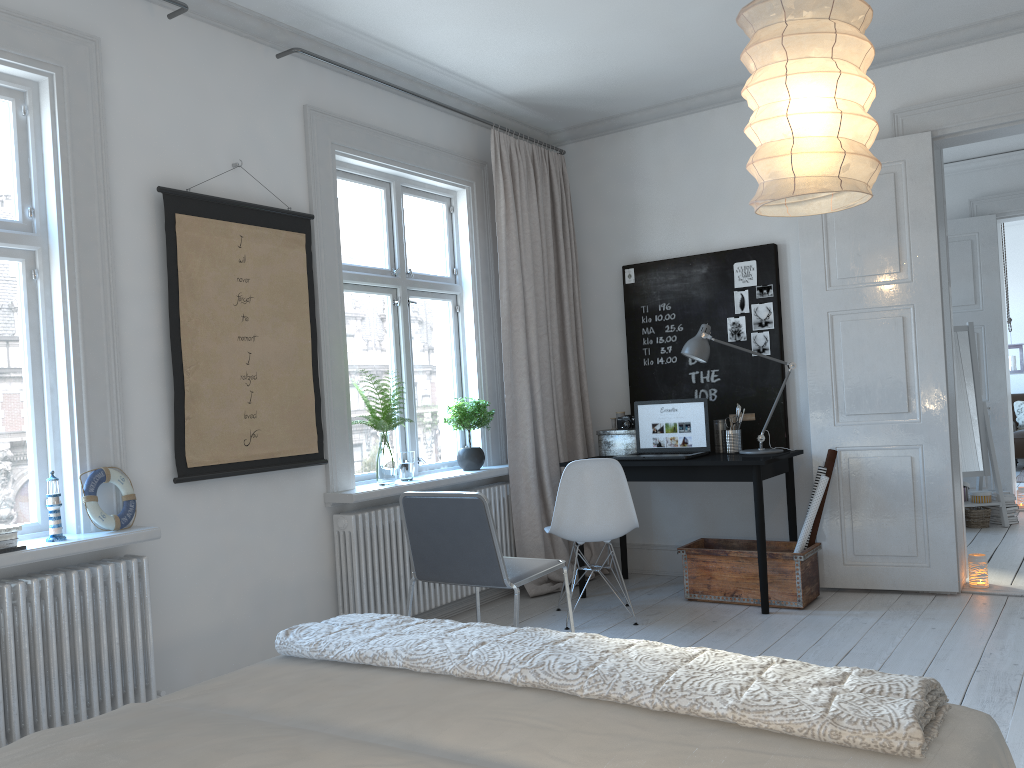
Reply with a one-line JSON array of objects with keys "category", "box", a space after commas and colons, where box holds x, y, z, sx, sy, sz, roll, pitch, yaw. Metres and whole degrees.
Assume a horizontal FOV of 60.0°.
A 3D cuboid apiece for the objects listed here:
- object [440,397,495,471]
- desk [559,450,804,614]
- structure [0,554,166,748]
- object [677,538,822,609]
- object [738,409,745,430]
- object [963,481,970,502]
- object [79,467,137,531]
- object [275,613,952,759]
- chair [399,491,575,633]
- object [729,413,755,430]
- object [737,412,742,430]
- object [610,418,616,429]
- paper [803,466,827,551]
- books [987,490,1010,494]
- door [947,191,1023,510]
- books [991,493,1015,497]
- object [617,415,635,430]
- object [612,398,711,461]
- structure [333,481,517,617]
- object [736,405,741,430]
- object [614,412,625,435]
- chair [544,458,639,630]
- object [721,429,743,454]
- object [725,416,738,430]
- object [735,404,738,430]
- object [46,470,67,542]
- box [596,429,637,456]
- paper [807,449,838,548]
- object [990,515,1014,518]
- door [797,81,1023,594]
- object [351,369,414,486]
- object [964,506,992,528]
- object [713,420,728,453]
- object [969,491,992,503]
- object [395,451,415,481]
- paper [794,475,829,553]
[{"category": "object", "box": [-0.242, 0.273, 4.902, 0.309, 0.407, 0.272, -3, 0, -6]}, {"category": "desk", "box": [0.947, 0.777, 4.877, 1.160, 0.759, 0.650, -4, -1, 34]}, {"category": "structure", "box": [-1.748, 0.903, 2.624, 0.195, 0.547, 1.505, -4, -1, 34]}, {"category": "object", "box": [1.256, 0.992, 4.677, 0.665, 0.282, 0.339, -4, -1, 34]}, {"category": "object", "box": [1.247, 0.257, 4.880, 0.084, 0.240, 0.009, -3, 0, 11]}, {"category": "object", "box": [3.298, 0.787, 6.617, 0.207, 0.159, 0.241, -4, -1, 42]}, {"category": "object", "box": [-1.416, 0.405, 3.126, 0.079, 0.227, 0.236, -3, 0, 20]}, {"category": "object", "box": [0.121, 0.592, 1.895, 1.461, 0.104, 0.404, -4, -1, 34]}, {"category": "chair", "box": [-0.101, 0.798, 3.546, 0.562, 0.797, 0.524, -4, 0, 34]}, {"category": "object", "box": [1.283, 0.271, 4.921, 0.138, 0.209, 0.034, -4, 0, 14]}, {"category": "object", "box": [1.241, 0.267, 4.891, 0.082, 0.222, 0.009, -3, 0, -27]}, {"category": "object", "box": [0.614, 0.239, 5.338, 0.040, 0.069, 0.040, -4, 0, 22]}, {"category": "paper", "box": [1.526, 0.766, 4.593, 0.266, 0.669, 0.043, -3, 0, -11]}, {"category": "books", "box": [3.583, 0.795, 6.532, 0.111, 0.014, 0.156, -4, -1, 14]}, {"category": "door", "box": [4.493, -0.280, 6.757, 2.600, 2.505, 0.577, -4, 0, 34]}, {"category": "books", "box": [3.585, 0.810, 6.517, 0.132, 0.017, 0.187, -4, -1, 7]}, {"category": "object", "box": [0.662, 0.223, 5.144, 0.137, 0.087, 0.073, -4, -1, 34]}, {"category": "object", "box": [0.807, 0.249, 4.845, 0.446, 0.315, 0.325, -4, -1, 34]}, {"category": "structure", "box": [-0.388, 0.854, 4.636, 0.195, 0.547, 1.505, -4, -1, 34]}, {"category": "object", "box": [1.243, 0.245, 4.900, 0.062, 0.264, 0.012, -3, 0, -14]}, {"category": "object", "box": [0.622, 0.233, 5.253, 0.056, 0.130, 0.167, -4, -1, 33]}, {"category": "chair", "box": [0.406, 0.769, 4.470, 0.474, 0.824, 0.554, -3, 0, -1]}, {"category": "object", "box": [1.217, 0.318, 4.902, 0.108, 0.128, 0.108, -3, 0, -41]}, {"category": "object", "box": [1.212, 0.278, 4.917, 0.050, 0.198, 0.081, -3, 0, -31]}, {"category": "object", "box": [1.239, 0.242, 4.902, 0.060, 0.267, 0.008, -3, 0, -39]}, {"category": "object", "box": [-1.520, 0.404, 2.945, 0.059, 0.235, 0.060, -3, 0, -14]}, {"category": "box", "box": [0.671, 0.344, 5.253, 0.317, 0.152, 0.193, -4, -1, 34]}, {"category": "paper", "box": [1.585, 0.720, 4.636, 0.297, 0.747, 0.048, -3, 0, -11]}, {"category": "object", "box": [3.594, 0.964, 6.534, 0.111, 0.014, 0.156, -3, -1, -13]}, {"category": "door", "box": [2.805, -0.220, 4.260, 2.600, 2.505, 0.577, -4, 0, 34]}, {"category": "object", "box": [-0.645, 0.208, 4.303, 0.305, 0.564, 0.414, -3, 0, -22]}, {"category": "object", "box": [3.371, 0.970, 6.479, 0.185, 0.140, 0.295, -4, -1, 6]}, {"category": "object", "box": [1.182, 0.297, 5.012, 0.079, 0.188, 0.079, -4, 0, 13]}, {"category": "object", "box": [3.401, 0.818, 6.433, 0.142, 0.074, 0.142, -4, -1, 18]}, {"category": "object", "box": [-0.534, 0.414, 4.459, 0.097, 0.146, 0.097, -4, 0, 40]}, {"category": "paper", "box": [1.494, 0.784, 4.544, 0.283, 0.626, 0.041, -4, 0, 12]}]
